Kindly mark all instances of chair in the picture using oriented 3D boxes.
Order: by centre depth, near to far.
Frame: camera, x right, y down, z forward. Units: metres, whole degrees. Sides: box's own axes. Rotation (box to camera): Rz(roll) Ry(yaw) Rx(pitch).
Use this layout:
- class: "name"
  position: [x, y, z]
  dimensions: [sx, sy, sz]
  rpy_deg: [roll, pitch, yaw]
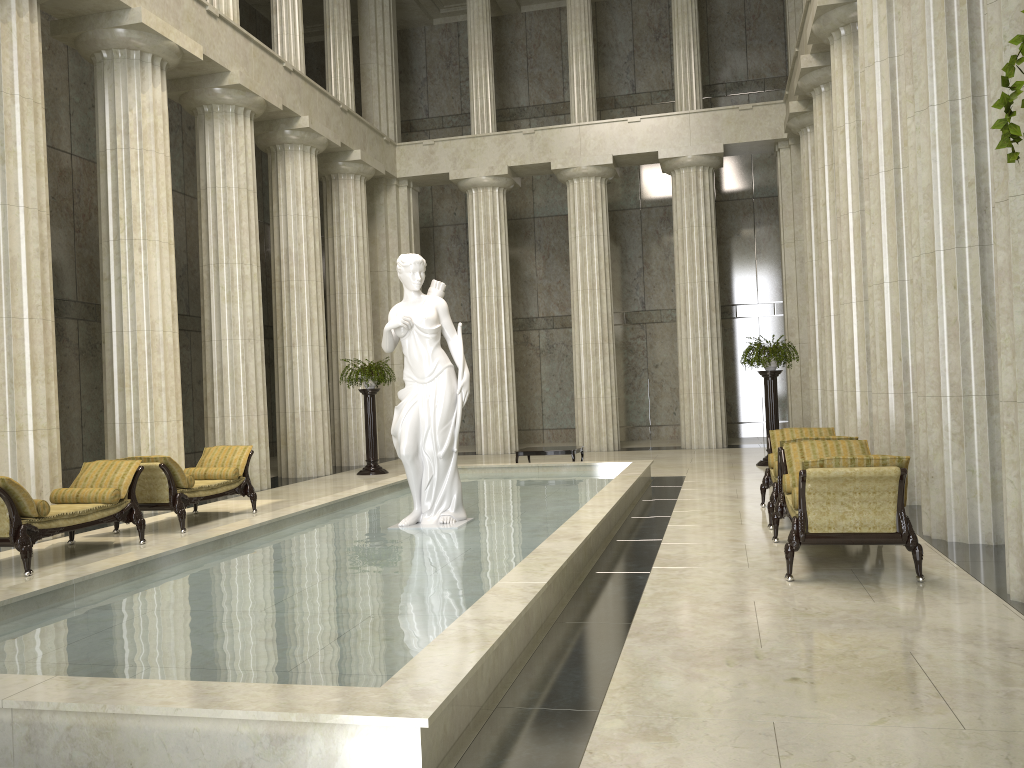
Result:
- class: "chair"
  position: [2.735, 1.003, 7.478]
  dimensions: [0.993, 0.950, 2.172]
  rpy_deg: [-3, -1, 13]
- class: "chair"
  position: [-4.811, 1.342, 9.243]
  dimensions: [0.993, 0.950, 2.172]
  rpy_deg: [-3, -1, 13]
- class: "chair"
  position: [3.297, 1.003, 9.881]
  dimensions: [0.993, 0.950, 2.172]
  rpy_deg: [-3, -1, 13]
- class: "chair"
  position: [-4.249, 1.343, 11.646]
  dimensions: [0.993, 0.950, 2.172]
  rpy_deg: [-3, -1, 13]

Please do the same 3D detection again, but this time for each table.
- class: "table"
  position: [0.694, 1.404, 15.912]
  dimensions: [1.134, 0.494, 1.123]
  rpy_deg: [-3, -1, 12]

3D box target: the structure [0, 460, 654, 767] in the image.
- class: "structure"
  position: [-0.808, 1.579, 9.349]
  dimensions: [3.754, 0.508, 11.573]
  rpy_deg: [-3, -1, 13]

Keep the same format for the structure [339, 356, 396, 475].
- class: "structure"
  position: [-2.876, 0.631, 18.024]
  dimensions: [1.159, 2.386, 1.053]
  rpy_deg: [-3, -1, 8]

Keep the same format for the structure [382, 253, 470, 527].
- class: "structure"
  position: [-0.901, 0.129, 9.344]
  dimensions: [0.940, 3.044, 0.729]
  rpy_deg: [-3, -1, 8]

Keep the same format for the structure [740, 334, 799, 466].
- class: "structure"
  position: [4.745, 0.288, 16.234]
  dimensions: [1.053, 2.386, 1.159]
  rpy_deg: [-3, -1, 18]

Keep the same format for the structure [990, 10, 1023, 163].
- class: "structure"
  position: [1.203, 0.282, 1.008]
  dimensions: [1.159, 2.386, 1.053]
  rpy_deg: [-3, -1, 43]
